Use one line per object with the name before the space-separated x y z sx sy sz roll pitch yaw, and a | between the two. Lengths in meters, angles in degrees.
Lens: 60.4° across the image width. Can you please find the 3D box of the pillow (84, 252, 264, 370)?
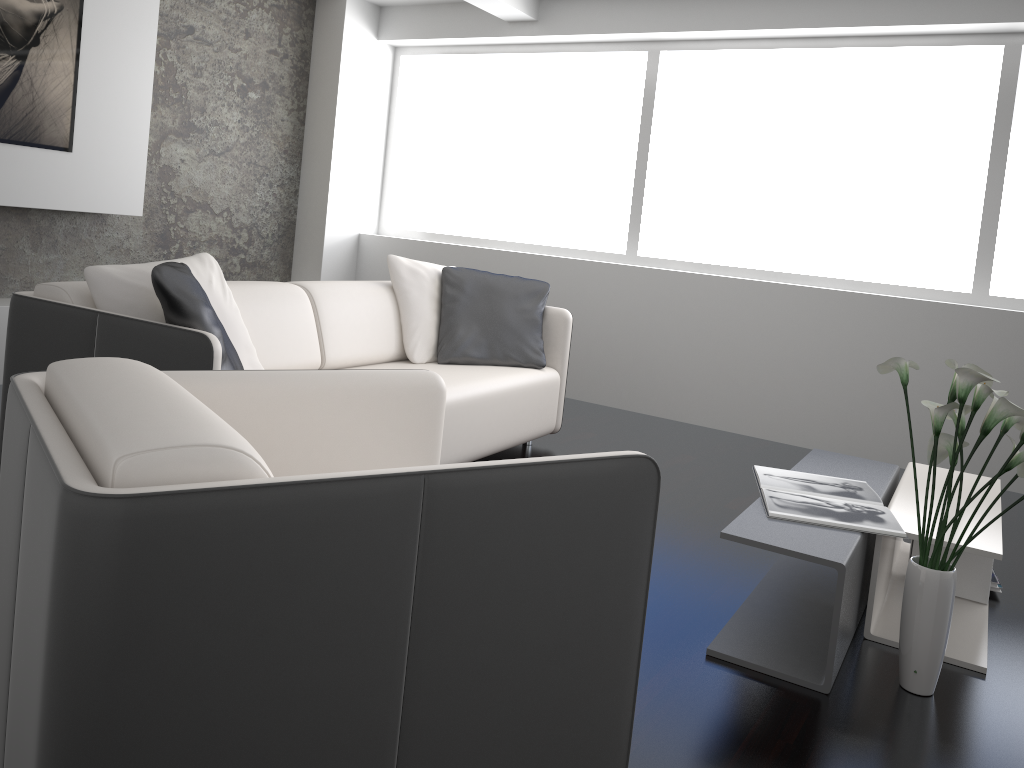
pillow | -1.067 -0.170 2.884 0.325 0.495 0.588 8 7 19

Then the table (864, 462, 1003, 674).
table | 1.336 0.514 2.746 0.301 0.310 0.973 9 10 28

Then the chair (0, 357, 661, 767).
chair | -0.357 0.326 1.554 0.917 0.655 0.778 1 9 -35

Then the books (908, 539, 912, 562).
books | 1.399 0.506 2.832 0.207 0.281 0.007 9 4 29

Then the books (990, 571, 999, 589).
books | 1.493 0.609 2.967 0.228 0.016 0.265 10 10 20

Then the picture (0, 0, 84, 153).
picture | -2.372 -1.633 4.122 0.004 0.996 0.747 8 6 30

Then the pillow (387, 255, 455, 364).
pillow | -0.354 -0.346 4.213 0.301 0.503 0.589 9 8 34

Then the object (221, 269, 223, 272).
object | -1.902 -0.617 5.423 0.217 0.189 0.216 9 8 25

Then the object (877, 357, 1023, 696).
object | 1.120 0.347 2.181 0.448 0.791 0.380 7 5 14

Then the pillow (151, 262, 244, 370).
pillow | -0.907 -0.140 2.616 0.277 0.445 0.573 5 7 -15

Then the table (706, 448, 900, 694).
table | 0.937 0.485 2.676 0.301 0.310 1.264 9 10 28

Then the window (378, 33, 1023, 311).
window | 2.501 -1.094 4.539 8.121 1.420 0.110 12 6 31

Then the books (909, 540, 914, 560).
books | 1.400 0.522 2.799 0.235 0.261 0.050 9 5 29

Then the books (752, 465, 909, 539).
books | 0.911 0.330 2.590 0.359 0.016 0.554 8 10 10

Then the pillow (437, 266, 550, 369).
pillow | -0.084 -0.313 4.162 0.550 0.433 0.337 4 6 -14

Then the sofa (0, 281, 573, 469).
sofa | -0.660 -0.039 3.468 0.926 0.654 2.250 10 10 27

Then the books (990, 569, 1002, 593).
books | 1.516 0.627 2.975 0.214 0.016 0.265 10 10 20

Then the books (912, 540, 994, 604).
books | 1.386 0.537 2.772 0.229 0.236 0.069 9 5 29
